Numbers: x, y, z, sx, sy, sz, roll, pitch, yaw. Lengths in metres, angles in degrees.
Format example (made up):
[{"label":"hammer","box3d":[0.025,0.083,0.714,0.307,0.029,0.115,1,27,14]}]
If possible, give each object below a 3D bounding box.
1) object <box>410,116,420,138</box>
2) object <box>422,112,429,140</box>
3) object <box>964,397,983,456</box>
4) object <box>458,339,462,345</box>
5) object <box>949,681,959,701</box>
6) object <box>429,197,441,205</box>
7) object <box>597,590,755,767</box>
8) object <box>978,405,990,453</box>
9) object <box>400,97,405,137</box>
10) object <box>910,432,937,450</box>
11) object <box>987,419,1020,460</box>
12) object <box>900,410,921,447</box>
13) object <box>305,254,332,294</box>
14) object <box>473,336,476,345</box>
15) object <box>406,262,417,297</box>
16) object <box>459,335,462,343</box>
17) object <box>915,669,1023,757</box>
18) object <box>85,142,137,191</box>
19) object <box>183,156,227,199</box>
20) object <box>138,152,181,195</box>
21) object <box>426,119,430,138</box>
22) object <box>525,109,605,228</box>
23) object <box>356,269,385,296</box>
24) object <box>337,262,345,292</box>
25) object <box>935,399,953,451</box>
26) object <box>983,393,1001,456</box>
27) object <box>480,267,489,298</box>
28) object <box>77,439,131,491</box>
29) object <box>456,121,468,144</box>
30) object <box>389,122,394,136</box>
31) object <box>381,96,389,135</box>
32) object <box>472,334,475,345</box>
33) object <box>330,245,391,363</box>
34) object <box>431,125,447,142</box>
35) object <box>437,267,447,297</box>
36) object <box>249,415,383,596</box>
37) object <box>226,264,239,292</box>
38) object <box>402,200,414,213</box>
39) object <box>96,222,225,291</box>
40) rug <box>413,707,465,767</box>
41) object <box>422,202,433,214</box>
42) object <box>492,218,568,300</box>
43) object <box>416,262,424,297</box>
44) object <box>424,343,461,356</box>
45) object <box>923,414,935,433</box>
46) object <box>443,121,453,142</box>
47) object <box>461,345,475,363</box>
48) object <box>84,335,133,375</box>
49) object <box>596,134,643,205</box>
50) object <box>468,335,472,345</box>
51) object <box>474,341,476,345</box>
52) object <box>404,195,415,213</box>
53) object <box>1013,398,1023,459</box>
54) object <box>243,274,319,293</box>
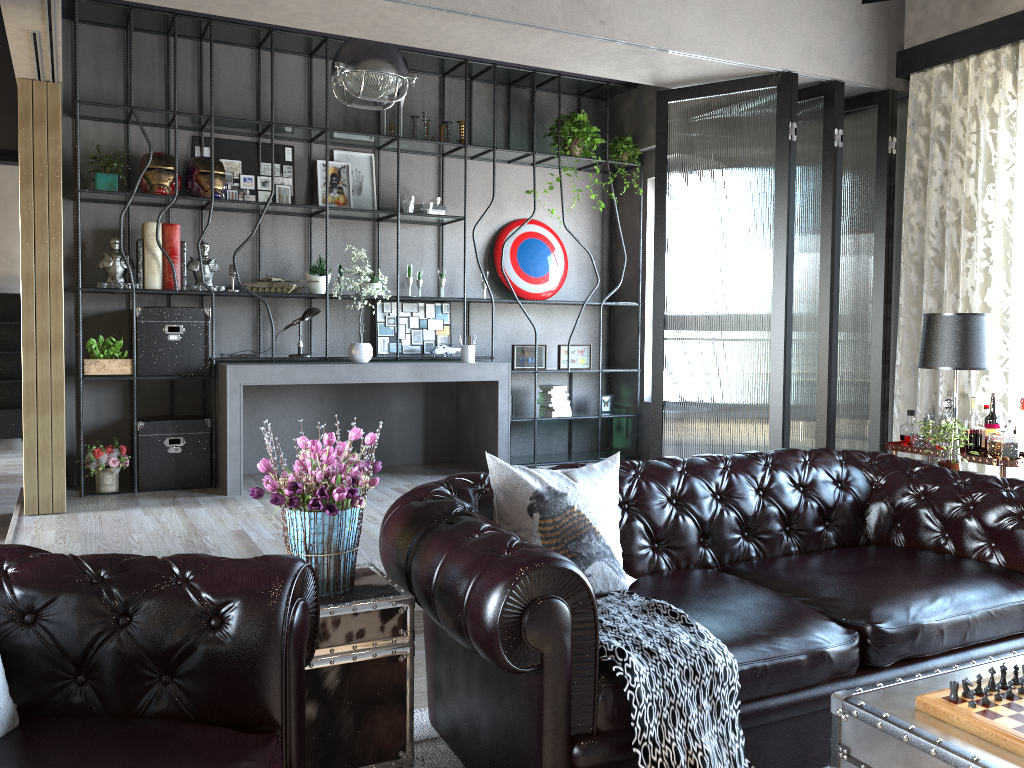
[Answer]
[{"label":"object","box3d":[-0.773,-2.026,7.063,0.084,0.233,0.084,1,3,0]},{"label":"object","box3d":[-0.688,-2.029,7.024,0.100,0.243,0.100,0,3,-18]},{"label":"object","box3d":[2.395,0.220,4.602,0.081,0.307,0.081,1,3,13]},{"label":"object","box3d":[-0.369,-0.271,6.948,0.137,0.190,0.009,-1,3,-24]},{"label":"object","box3d":[1.018,0.706,2.042,0.019,0.040,0.019,3,3,37]},{"label":"object","box3d":[-0.630,-1.489,7.252,0.103,0.068,0.103,-2,4,-34]},{"label":"object","box3d":[0.444,0.961,2.093,0.562,0.569,1.700,0,3,-6]},{"label":"object","box3d":[2.516,0.239,4.706,0.067,0.257,0.099,0,3,-22]},{"label":"object","box3d":[-0.890,-2.110,7.121,0.128,0.390,0.128,2,3,23]},{"label":"object","box3d":[2.281,0.313,4.792,0.245,0.092,0.152,1,3,14]},{"label":"object","box3d":[2.429,0.278,4.382,0.101,0.211,0.101,0,3,-12]},{"label":"object","box3d":[2.217,0.247,4.932,0.087,0.206,0.087,0,3,-2]},{"label":"object","box3d":[-1.463,-0.830,6.721,0.193,0.305,0.137,1,3,7]},{"label":"object","box3d":[-0.308,-0.291,6.967,0.062,0.169,0.009,-1,3,-27]},{"label":"object","box3d":[-0.807,-0.824,6.980,0.113,0.274,0.113,-1,3,-23]},{"label":"object","box3d":[-0.388,-0.280,6.954,0.046,0.202,0.023,1,3,9]},{"label":"object","box3d":[1.225,0.751,1.974,0.429,0.036,0.429,-1,4,-27]},{"label":"object","box3d":[-2.784,-1.461,6.076,0.295,0.339,0.324,2,3,20]},{"label":"object","box3d":[-2.185,-1.470,6.358,0.280,0.327,0.399,-2,4,-37]},{"label":"object","box3d":[-2.470,-1.464,6.216,0.280,0.327,0.399,-1,3,-22]},{"label":"object","box3d":[-0.694,-2.031,7.211,0.080,0.226,0.080,3,3,36]},{"label":"object","box3d":[0.433,-1.801,7.468,0.720,1.025,0.650,0,3,-8]},{"label":"object","box3d":[-1.109,-0.792,6.921,0.235,0.212,0.235,2,3,18]},{"label":"object","box3d":[-1.349,-0.829,6.989,0.113,0.273,0.113,2,3,30]},{"label":"object","box3d":[2.281,0.223,4.640,0.114,0.292,0.114,1,3,1]},{"label":"object","box3d":[2.481,0.209,4.576,0.080,0.329,0.080,-1,3,-36]},{"label":"object","box3d":[-0.232,-0.844,7.453,0.113,0.270,0.113,-2,3,-38]},{"label":"object","box3d":[-2.804,0.547,6.086,0.345,0.362,0.332,-1,3,-23]},{"label":"object","box3d":[-0.406,-2.030,7.192,0.130,0.232,0.130,3,4,41]},{"label":"object","box3d":[-0.936,-1.966,6.901,0.135,0.129,0.135,3,4,36]},{"label":"object","box3d":[-1.022,-2.112,7.134,0.128,0.390,0.128,2,3,32]},{"label":"object","box3d":[-0.314,-0.300,6.978,0.052,0.185,0.009,-1,3,-25]},{"label":"object","box3d":[-1.080,-0.583,6.429,0.420,0.851,0.398,2,3,20]},{"label":"object","box3d":[-0.560,-1.986,7.101,0.189,0.152,0.190,0,3,-4]},{"label":"object","box3d":[-0.564,-0.817,7.145,0.113,0.246,0.113,0,3,-8]},{"label":"object","box3d":[-0.536,0.335,2.496,0.349,0.483,0.352,1,3,4]},{"label":"object","box3d":[-2.012,-0.763,6.389,0.093,0.200,0.093,-1,3,-32]},{"label":"object","box3d":[-0.812,-1.377,6.918,0.092,0.099,0.093,1,3,11]},{"label":"object","box3d":[-2.482,-0.891,6.269,0.833,0.466,0.290,-1,3,-27]},{"label":"rug","box3d":[0.919,1.191,2.476,2.475,0.003,2.255,-1,4,-27]},{"label":"object","box3d":[-0.666,-1.380,6.991,0.092,0.099,0.092,2,3,21]},{"label":"object","box3d":[0.172,-1.093,7.802,0.751,0.739,0.185,-1,3,-26]},{"label":"object","box3d":[-0.766,-0.858,7.334,0.113,0.301,0.113,0,3,-8]},{"label":"object","box3d":[-0.549,-0.289,7.292,0.379,0.111,0.351,1,3,6]},{"label":"object","box3d":[2.342,0.260,4.982,0.052,0.182,0.135,1,3,10]},{"label":"object","box3d":[-0.523,-2.035,7.243,0.084,0.233,0.084,3,4,44]},{"label":"object","box3d":[-0.345,-0.235,6.946,0.110,0.137,0.110,0,3,-17]},{"label":"object","box3d":[-2.732,-0.198,6.008,0.304,0.265,0.180,-1,3,-27]},{"label":"object","box3d":[0.916,-1.856,7.705,0.444,0.633,0.402,0,3,-8]},{"label":"object","box3d":[-0.335,-0.282,6.988,0.023,0.204,0.037,1,3,13]},{"label":"object","box3d":[-0.318,-0.257,6.946,0.068,0.159,0.009,0,3,-13]},{"label":"object","box3d":[-0.814,-1.411,7.032,0.087,0.155,0.087,0,3,-14]},{"label":"object","box3d":[2.615,0.225,4.542,0.081,0.308,0.081,-1,3,-35]},{"label":"object","box3d":[-1.729,-0.761,6.657,0.577,0.170,0.207,1,3,8]}]
